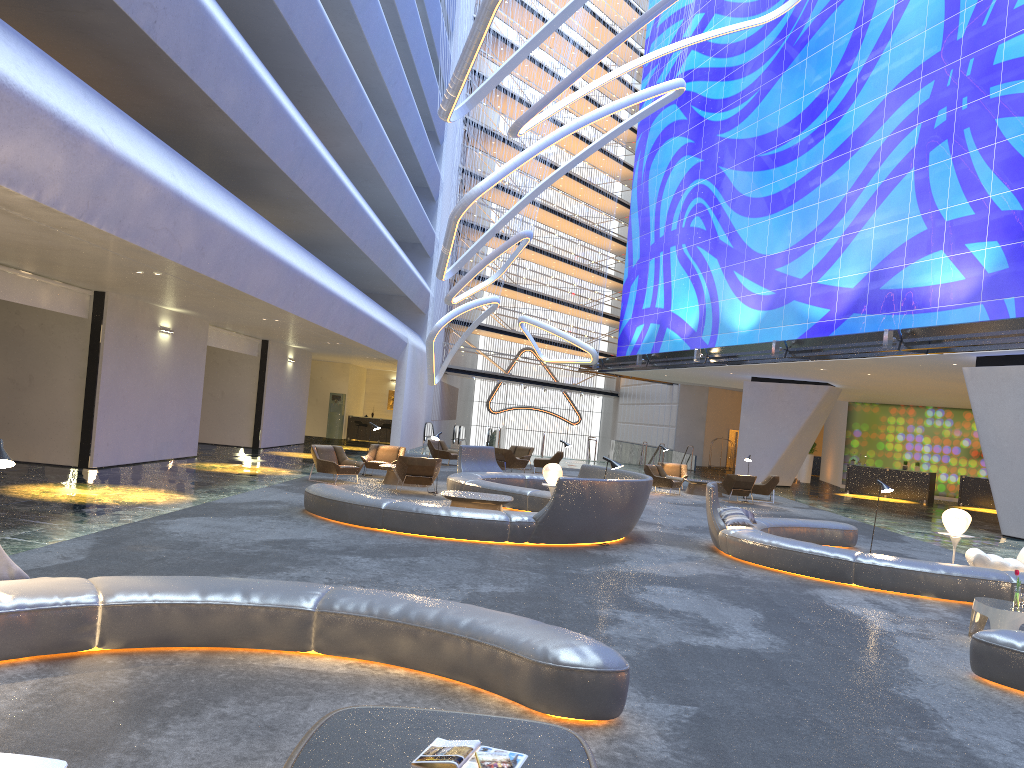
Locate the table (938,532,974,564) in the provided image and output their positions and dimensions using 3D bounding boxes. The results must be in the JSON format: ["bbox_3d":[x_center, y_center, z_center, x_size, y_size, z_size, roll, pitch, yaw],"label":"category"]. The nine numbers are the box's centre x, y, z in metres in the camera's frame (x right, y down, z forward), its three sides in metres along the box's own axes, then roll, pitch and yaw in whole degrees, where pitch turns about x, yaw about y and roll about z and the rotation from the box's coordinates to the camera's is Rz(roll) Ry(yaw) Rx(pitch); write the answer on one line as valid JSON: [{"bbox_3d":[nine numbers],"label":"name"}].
[{"bbox_3d":[6.554,2.531,13.162,0.418,0.595,0.427,6,-1,-25],"label":"table"}]

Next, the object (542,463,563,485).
[{"bbox_3d":[0.715,1.593,15.693,0.366,0.387,0.318,5,-1,8],"label":"object"}]

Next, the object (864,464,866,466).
[{"bbox_3d":[13.393,3.070,33.626,0.072,0.070,0.073,4,-1,36],"label":"object"}]

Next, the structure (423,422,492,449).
[{"bbox_3d":[-2.718,6.372,50.503,3.016,8.237,19.840,5,-2,1],"label":"structure"}]

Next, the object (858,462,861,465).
[{"bbox_3d":[13.234,3.041,33.744,0.107,0.108,0.111,4,-1,36],"label":"object"}]

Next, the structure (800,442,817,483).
[{"bbox_3d":[13.050,3.345,39.139,1.023,2.051,0.772,5,0,-21],"label":"structure"}]

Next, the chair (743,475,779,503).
[{"bbox_3d":[7.015,2.929,25.051,0.938,0.766,0.930,5,-1,10],"label":"chair"}]

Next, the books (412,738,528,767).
[{"bbox_3d":[-0.160,1.472,3.513,0.395,0.039,0.301,5,-2,15],"label":"books"}]

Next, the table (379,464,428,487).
[{"bbox_3d":[-2.391,2.070,20.063,1.203,0.392,1.204,5,-2,1],"label":"table"}]

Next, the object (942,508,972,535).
[{"bbox_3d":[6.573,2.039,13.118,0.367,0.387,0.318,6,-1,-17],"label":"object"}]

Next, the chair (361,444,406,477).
[{"bbox_3d":[-3.089,1.872,21.364,0.929,0.766,0.939,5,-1,7],"label":"chair"}]

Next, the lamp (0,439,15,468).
[{"bbox_3d":[-3.452,1.018,5.877,0.202,1.300,0.383,5,0,-40],"label":"lamp"}]

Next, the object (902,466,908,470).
[{"bbox_3d":[14.520,3.105,32.734,0.150,0.145,0.150,4,-1,34],"label":"object"}]

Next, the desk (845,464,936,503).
[{"bbox_3d":[14.178,3.715,33.269,2.973,1.097,0.815,4,-2,40],"label":"desk"}]

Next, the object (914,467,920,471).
[{"bbox_3d":[14.861,3.128,32.511,0.150,0.145,0.150,4,-1,34],"label":"object"}]

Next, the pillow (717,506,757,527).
[{"bbox_3d":[3.403,2.013,13.556,0.692,0.262,0.878,5,-2,10],"label":"pillow"}]

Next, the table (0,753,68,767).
[{"bbox_3d":[-1.545,1.410,2.513,0.418,0.595,0.428,5,-1,-3],"label":"table"}]

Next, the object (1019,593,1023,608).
[{"bbox_3d":[4.872,2.059,8.419,0.071,0.118,0.151,5,-1,11],"label":"object"}]

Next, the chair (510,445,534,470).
[{"bbox_3d":[0.199,2.472,29.775,0.928,0.766,0.940,5,-1,28],"label":"chair"}]

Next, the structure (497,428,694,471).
[{"bbox_3d":[3.692,7.004,50.831,9.304,8.397,19.744,5,-2,1],"label":"structure"}]

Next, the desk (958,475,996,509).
[{"bbox_3d":[17.767,3.993,31.822,2.973,1.097,0.815,4,-1,38],"label":"desk"}]

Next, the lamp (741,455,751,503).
[{"bbox_3d":[6.340,2.557,23.912,0.201,1.300,0.384,5,0,18],"label":"lamp"}]

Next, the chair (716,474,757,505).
[{"bbox_3d":[5.970,2.785,23.690,0.930,0.766,0.938,6,-1,-15],"label":"chair"}]

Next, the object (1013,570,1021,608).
[{"bbox_3d":[4.758,1.926,8.331,0.066,0.356,0.076,5,0,-32],"label":"object"}]

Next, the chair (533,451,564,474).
[{"bbox_3d":[1.153,2.509,28.349,0.938,0.766,0.930,5,-1,3],"label":"chair"}]

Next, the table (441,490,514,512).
[{"bbox_3d":[-0.589,2.045,14.703,1.203,0.392,1.204,5,-2,1],"label":"table"}]

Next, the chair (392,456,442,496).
[{"bbox_3d":[-1.961,1.863,18.209,0.930,0.766,0.938,6,-1,-15],"label":"chair"}]

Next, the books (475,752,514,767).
[{"bbox_3d":[-0.068,1.485,3.471,0.133,0.012,0.189,6,-2,-9],"label":"books"}]

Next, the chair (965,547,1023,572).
[{"bbox_3d":[6.988,2.417,12.326,1.156,0.882,0.730,5,-1,20],"label":"chair"}]

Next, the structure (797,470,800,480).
[{"bbox_3d":[13.567,3.466,41.213,0.773,2.051,1.021,5,0,-28],"label":"structure"}]

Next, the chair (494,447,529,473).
[{"bbox_3d":[-0.100,2.340,26.840,0.940,0.766,0.928,6,-2,-37],"label":"chair"}]

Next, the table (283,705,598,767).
[{"bbox_3d":[-0.271,1.675,3.477,1.203,0.392,1.204,5,-2,1],"label":"table"}]

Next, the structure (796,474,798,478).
[{"bbox_3d":[13.986,3.572,43.099,1.021,2.051,0.773,5,0,13],"label":"structure"}]

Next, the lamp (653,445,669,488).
[{"bbox_3d":[4.530,2.497,26.907,0.384,1.300,0.202,5,0,18],"label":"lamp"}]

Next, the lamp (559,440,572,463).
[{"bbox_3d":[1.208,1.992,21.268,0.384,1.300,0.202,5,0,18],"label":"lamp"}]

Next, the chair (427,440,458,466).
[{"bbox_3d":[-2.184,2.200,28.274,0.937,0.766,0.931,5,-1,26],"label":"chair"}]

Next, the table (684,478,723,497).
[{"bbox_3d":[5.540,2.992,25.544,1.203,0.392,1.204,5,-2,1],"label":"table"}]

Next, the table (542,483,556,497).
[{"bbox_3d":[0.712,2.087,15.722,0.418,0.595,0.428,5,-1,0],"label":"table"}]

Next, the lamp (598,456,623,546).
[{"bbox_3d":[1.399,1.717,13.020,0.384,1.300,0.202,5,0,18],"label":"lamp"}]

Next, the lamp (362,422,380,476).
[{"bbox_3d":[-3.402,1.575,21.426,0.384,1.300,0.202,5,0,18],"label":"lamp"}]

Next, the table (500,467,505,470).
[{"bbox_3d":[-0.745,2.523,28.542,1.202,0.392,1.205,5,-2,19],"label":"table"}]

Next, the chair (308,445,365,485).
[{"bbox_3d":[-3.783,1.721,18.925,0.937,0.766,0.931,4,-2,34],"label":"chair"}]

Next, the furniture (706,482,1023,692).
[{"bbox_3d":[5.832,2.183,10.889,5.187,0.969,9.928,5,-2,-7],"label":"furniture"}]

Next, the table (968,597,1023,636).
[{"bbox_3d":[4.639,2.301,8.441,0.674,0.406,0.670,6,-2,-37],"label":"table"}]

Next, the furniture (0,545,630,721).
[{"bbox_3d":[-1.703,1.164,1.667,5.186,0.969,9.931,5,-2,-2],"label":"furniture"}]

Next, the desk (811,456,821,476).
[{"bbox_3d":[16.685,4.507,49.087,2.973,1.097,0.815,4,-2,40],"label":"desk"}]

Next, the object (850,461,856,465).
[{"bbox_3d":[13.037,3.008,33.889,0.149,0.149,0.149,4,-1,36],"label":"object"}]

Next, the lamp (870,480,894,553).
[{"bbox_3d":[5.625,2.124,13.570,0.202,1.300,0.383,5,0,-23],"label":"lamp"}]

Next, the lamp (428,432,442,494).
[{"bbox_3d":[-1.591,1.635,18.431,0.201,1.300,0.384,5,0,18],"label":"lamp"}]

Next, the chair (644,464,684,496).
[{"bbox_3d":[4.148,2.644,24.406,0.937,0.766,0.931,4,-2,34],"label":"chair"}]

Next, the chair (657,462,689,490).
[{"bbox_3d":[4.843,2.794,26.845,0.929,0.766,0.939,5,-1,7],"label":"chair"}]

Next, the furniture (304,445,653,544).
[{"bbox_3d":[0.360,1.888,16.668,5.181,0.969,9.941,5,-2,18],"label":"furniture"}]
